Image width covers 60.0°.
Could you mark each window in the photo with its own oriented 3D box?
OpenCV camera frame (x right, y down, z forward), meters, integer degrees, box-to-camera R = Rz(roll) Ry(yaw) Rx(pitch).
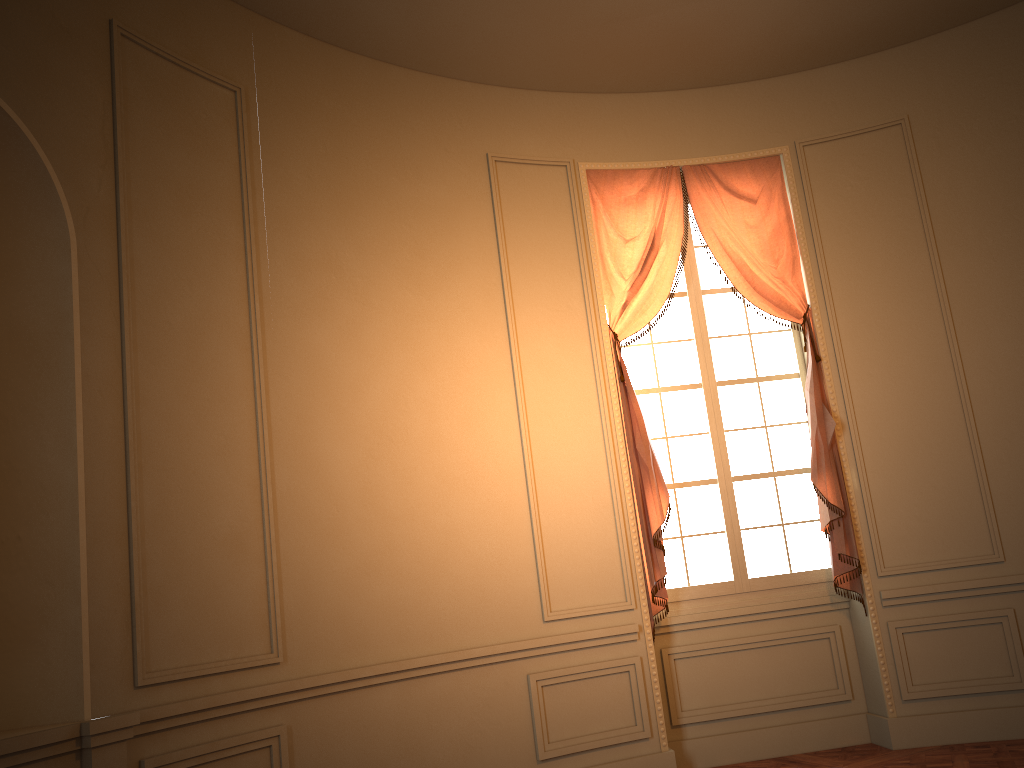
[{"bbox_3d":[1.266,-0.002,5.709,1.311,2.813,0.048,-6,-11,-6],"label":"window"}]

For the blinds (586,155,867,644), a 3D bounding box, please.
[{"bbox_3d":[1.296,-0.006,5.423,1.338,2.952,0.287,-6,-11,-6],"label":"blinds"}]
